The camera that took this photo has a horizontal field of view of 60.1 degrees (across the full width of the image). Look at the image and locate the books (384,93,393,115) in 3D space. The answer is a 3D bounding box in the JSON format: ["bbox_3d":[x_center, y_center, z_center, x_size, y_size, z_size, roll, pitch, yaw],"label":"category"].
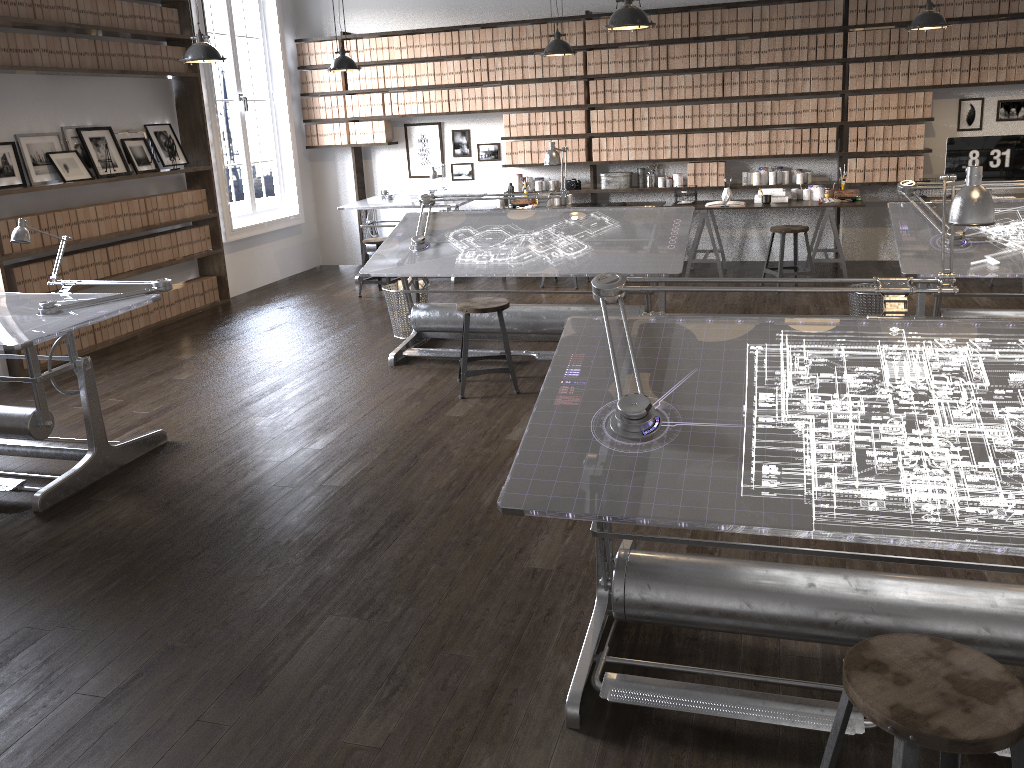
[{"bbox_3d":[-1.261,-2.916,9.249,0.067,0.223,0.177,1,16,17],"label":"books"}]

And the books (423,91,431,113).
[{"bbox_3d":[-0.844,-2.900,9.121,0.067,0.223,0.177,1,16,17],"label":"books"}]

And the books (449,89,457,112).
[{"bbox_3d":[-0.576,-2.892,9.048,0.067,0.223,0.177,1,16,17],"label":"books"}]

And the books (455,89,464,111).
[{"bbox_3d":[-0.509,-2.888,9.023,0.067,0.223,0.176,1,16,17],"label":"books"}]

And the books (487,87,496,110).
[{"bbox_3d":[-0.184,-2.876,8.927,0.067,0.223,0.177,1,16,17],"label":"books"}]

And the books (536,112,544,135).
[{"bbox_3d":[0.299,-2.601,8.857,0.067,0.223,0.176,1,16,17],"label":"books"}]

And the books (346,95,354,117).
[{"bbox_3d":[-1.683,-2.938,9.370,0.067,0.223,0.177,1,16,17],"label":"books"}]

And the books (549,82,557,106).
[{"bbox_3d":[0.423,-2.859,8.741,0.067,0.223,0.177,1,16,17],"label":"books"}]

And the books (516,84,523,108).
[{"bbox_3d":[0.098,-2.873,8.845,0.067,0.223,0.176,1,16,17],"label":"books"}]

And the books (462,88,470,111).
[{"bbox_3d":[-0.440,-2.886,9.007,0.067,0.223,0.176,1,16,17],"label":"books"}]

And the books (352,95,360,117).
[{"bbox_3d":[-1.613,-2.937,9.352,0.067,0.223,0.176,1,16,17],"label":"books"}]

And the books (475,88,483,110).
[{"bbox_3d":[-0.309,-2.880,8.962,0.067,0.223,0.177,1,16,17],"label":"books"}]

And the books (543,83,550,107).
[{"bbox_3d":[0.361,-2.862,8.764,0.067,0.223,0.177,1,16,17],"label":"books"}]

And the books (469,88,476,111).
[{"bbox_3d":[-0.372,-2.884,8.986,0.067,0.223,0.177,1,16,17],"label":"books"}]

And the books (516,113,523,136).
[{"bbox_3d":[0.102,-2.608,8.914,0.067,0.223,0.177,1,16,17],"label":"books"}]

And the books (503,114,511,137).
[{"bbox_3d":[-0.029,-2.612,8.950,0.067,0.223,0.177,1,16,17],"label":"books"}]

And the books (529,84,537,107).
[{"bbox_3d":[0.230,-2.866,8.800,0.067,0.223,0.177,1,16,17],"label":"books"}]

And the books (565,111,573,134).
[{"bbox_3d":[0.578,-2.591,8.774,0.067,0.223,0.177,1,16,17],"label":"books"}]

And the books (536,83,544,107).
[{"bbox_3d":[0.300,-2.864,8.781,0.067,0.223,0.177,1,16,17],"label":"books"}]

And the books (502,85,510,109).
[{"bbox_3d":[-0.041,-2.876,8.879,0.067,0.223,0.177,1,16,17],"label":"books"}]

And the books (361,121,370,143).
[{"bbox_3d":[-1.531,-2.670,9.402,0.067,0.223,0.177,1,16,17],"label":"books"}]

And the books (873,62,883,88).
[{"bbox_3d":[3.259,-2.751,7.897,0.067,0.223,0.176,1,16,17],"label":"books"}]

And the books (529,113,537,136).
[{"bbox_3d":[0.231,-2.604,8.877,0.067,0.223,0.177,1,16,17],"label":"books"}]

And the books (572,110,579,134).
[{"bbox_3d":[0.650,-2.587,8.750,0.067,0.223,0.177,1,16,17],"label":"books"}]

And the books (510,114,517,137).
[{"bbox_3d":[0.041,-2.610,8.931,0.067,0.223,0.177,1,16,17],"label":"books"}]

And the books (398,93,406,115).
[{"bbox_3d":[-1.115,-2.912,9.207,0.067,0.223,0.177,1,16,17],"label":"books"}]

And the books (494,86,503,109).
[{"bbox_3d":[-0.115,-2.873,8.905,0.067,0.223,0.177,1,16,17],"label":"books"}]

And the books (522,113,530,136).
[{"bbox_3d":[0.165,-2.604,8.891,0.067,0.223,0.177,1,16,17],"label":"books"}]

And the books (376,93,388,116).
[{"bbox_3d":[-1.348,-2.925,9.270,0.067,0.223,0.177,1,16,17],"label":"books"}]

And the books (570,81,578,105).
[{"bbox_3d":[0.624,-2.852,8.683,0.067,0.223,0.176,1,16,17],"label":"books"}]

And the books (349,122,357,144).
[{"bbox_3d":[-1.661,-2.674,9.437,0.067,0.223,0.177,1,16,17],"label":"books"}]

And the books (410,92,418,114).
[{"bbox_3d":[-0.981,-2.906,9.166,0.067,0.223,0.176,1,16,17],"label":"books"}]

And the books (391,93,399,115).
[{"bbox_3d":[-1.183,-2.913,9.224,0.067,0.223,0.177,1,16,17],"label":"books"}]

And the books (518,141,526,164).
[{"bbox_3d":[0.117,-2.349,8.979,0.067,0.223,0.177,1,16,17],"label":"books"}]

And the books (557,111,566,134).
[{"bbox_3d":[0.505,-2.592,8.790,0.067,0.223,0.177,1,16,17],"label":"books"}]

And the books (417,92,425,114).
[{"bbox_3d":[-0.913,-2.902,9.142,0.067,0.223,0.177,1,16,17],"label":"books"}]

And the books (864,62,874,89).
[{"bbox_3d":[3.189,-2.753,7.914,0.067,0.223,0.177,1,16,17],"label":"books"}]

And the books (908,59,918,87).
[{"bbox_3d":[3.530,-2.741,7.816,0.067,0.223,0.177,1,16,17],"label":"books"}]

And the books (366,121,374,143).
[{"bbox_3d":[-1.468,-2.666,9.379,0.067,0.223,0.177,1,16,17],"label":"books"}]

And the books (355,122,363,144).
[{"bbox_3d":[-1.591,-2.671,9.418,0.067,0.223,0.177,1,16,17],"label":"books"}]

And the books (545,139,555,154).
[{"bbox_3d":[0.387,-2.339,8.898,0.067,0.223,0.176,1,16,17],"label":"books"}]

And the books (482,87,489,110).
[{"bbox_3d":[-0.244,-2.879,8.947,0.067,0.223,0.177,1,16,17],"label":"books"}]

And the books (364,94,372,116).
[{"bbox_3d":[-1.478,-2.932,9.314,0.067,0.223,0.177,1,16,17],"label":"books"}]

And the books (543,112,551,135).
[{"bbox_3d":[0.365,-2.597,8.832,0.067,0.223,0.176,1,16,17],"label":"books"}]

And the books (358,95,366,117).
[{"bbox_3d":[-1.545,-2.935,9.336,0.067,0.223,0.176,1,16,17],"label":"books"}]

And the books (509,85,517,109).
[{"bbox_3d":[0.030,-2.874,8.862,0.067,0.223,0.176,1,16,17],"label":"books"}]

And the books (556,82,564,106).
[{"bbox_3d":[0.490,-2.858,8.727,0.067,0.223,0.177,1,16,17],"label":"books"}]

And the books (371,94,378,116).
[{"bbox_3d":[-1.407,-2.929,9.292,0.067,0.223,0.177,1,16,17],"label":"books"}]

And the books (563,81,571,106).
[{"bbox_3d":[0.558,-2.855,8.707,0.067,0.223,0.176,1,16,17],"label":"books"}]

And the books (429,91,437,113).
[{"bbox_3d":[-0.782,-2.899,9.107,0.067,0.223,0.177,1,16,17],"label":"books"}]

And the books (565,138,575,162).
[{"bbox_3d":[0.587,-2.332,8.839,0.067,0.223,0.177,1,16,17],"label":"books"}]

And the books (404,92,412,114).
[{"bbox_3d":[-1.047,-2.910,9.189,0.067,0.223,0.176,1,16,17],"label":"books"}]

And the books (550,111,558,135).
[{"bbox_3d":[0.435,-2.596,8.816,0.067,0.223,0.177,1,16,17],"label":"books"}]

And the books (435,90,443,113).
[{"bbox_3d":[-0.718,-2.897,9.090,0.067,0.223,0.177,1,16,17],"label":"books"}]

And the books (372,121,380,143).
[{"bbox_3d":[-1.399,-2.666,9.365,0.067,0.223,0.176,1,16,17],"label":"books"}]

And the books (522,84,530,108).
[{"bbox_3d":[0.164,-2.870,8.824,0.067,0.223,0.177,1,16,17],"label":"books"}]

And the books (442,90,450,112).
[{"bbox_3d":[-0.649,-2.893,9.064,0.067,0.223,0.177,1,16,17],"label":"books"}]

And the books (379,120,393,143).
[{"bbox_3d":[-1.333,-2.662,9.343,0.067,0.223,0.177,1,16,17],"label":"books"}]
